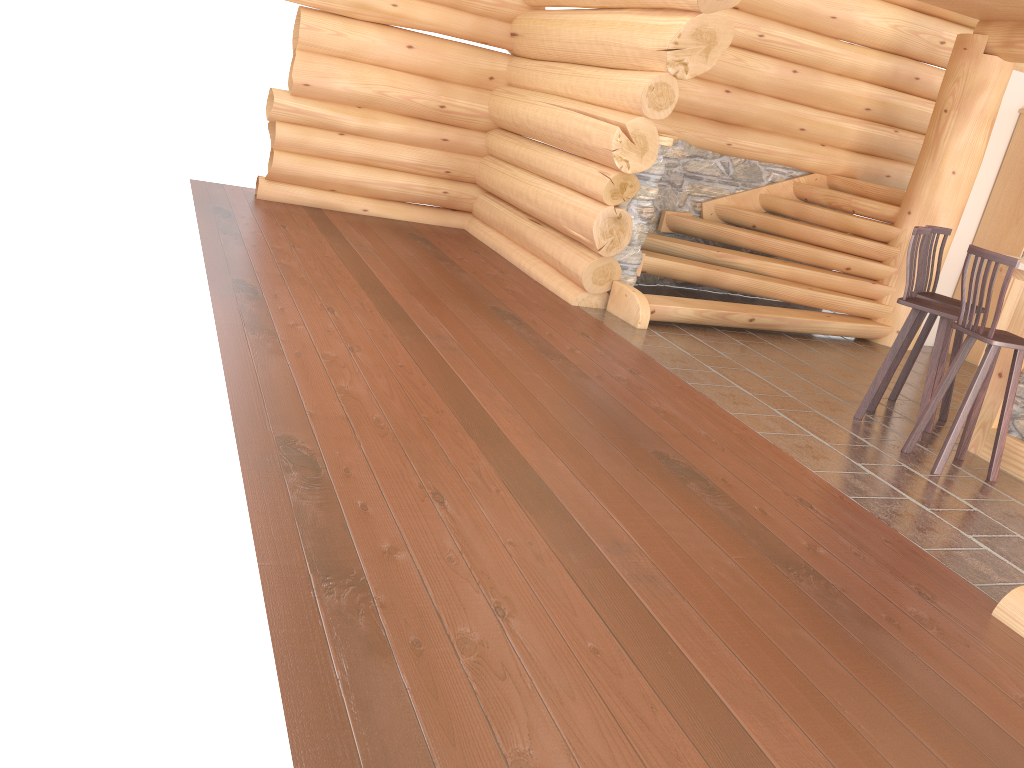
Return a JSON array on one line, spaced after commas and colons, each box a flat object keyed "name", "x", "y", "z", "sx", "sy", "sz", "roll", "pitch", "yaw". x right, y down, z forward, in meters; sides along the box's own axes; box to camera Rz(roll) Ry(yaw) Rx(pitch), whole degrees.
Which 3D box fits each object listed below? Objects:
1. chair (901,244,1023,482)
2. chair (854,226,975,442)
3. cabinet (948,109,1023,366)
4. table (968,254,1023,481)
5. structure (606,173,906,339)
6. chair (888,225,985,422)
[{"name": "chair", "x": 2.798, "y": -0.108, "z": 5.267, "sx": 0.504, "sy": 1.319, "sz": 0.406, "roll": 8, "pitch": 19, "yaw": -14}, {"name": "chair", "x": 2.731, "y": -0.339, "z": 5.910, "sx": 0.504, "sy": 1.319, "sz": 0.406, "roll": 24, "pitch": 22, "yaw": 32}, {"name": "cabinet", "x": 5.560, "y": -1.331, "z": 8.928, "sx": 1.847, "sy": 2.403, "sz": 0.670, "roll": 4, "pitch": 20, "yaw": -23}, {"name": "table", "x": 3.983, "y": 0.326, "z": 4.831, "sx": 1.196, "sy": 1.257, "sz": 3.220, "roll": 4, "pitch": 20, "yaw": -23}, {"name": "structure", "x": 2.345, "y": -1.522, "z": 8.681, "sx": 3.604, "sy": 1.643, "sz": 1.951, "roll": 2, "pitch": 21, "yaw": -29}, {"name": "chair", "x": 3.024, "y": -0.419, "z": 6.334, "sx": 0.406, "sy": 1.319, "sz": 0.504, "roll": -5, "pitch": 25, "yaw": -42}]
